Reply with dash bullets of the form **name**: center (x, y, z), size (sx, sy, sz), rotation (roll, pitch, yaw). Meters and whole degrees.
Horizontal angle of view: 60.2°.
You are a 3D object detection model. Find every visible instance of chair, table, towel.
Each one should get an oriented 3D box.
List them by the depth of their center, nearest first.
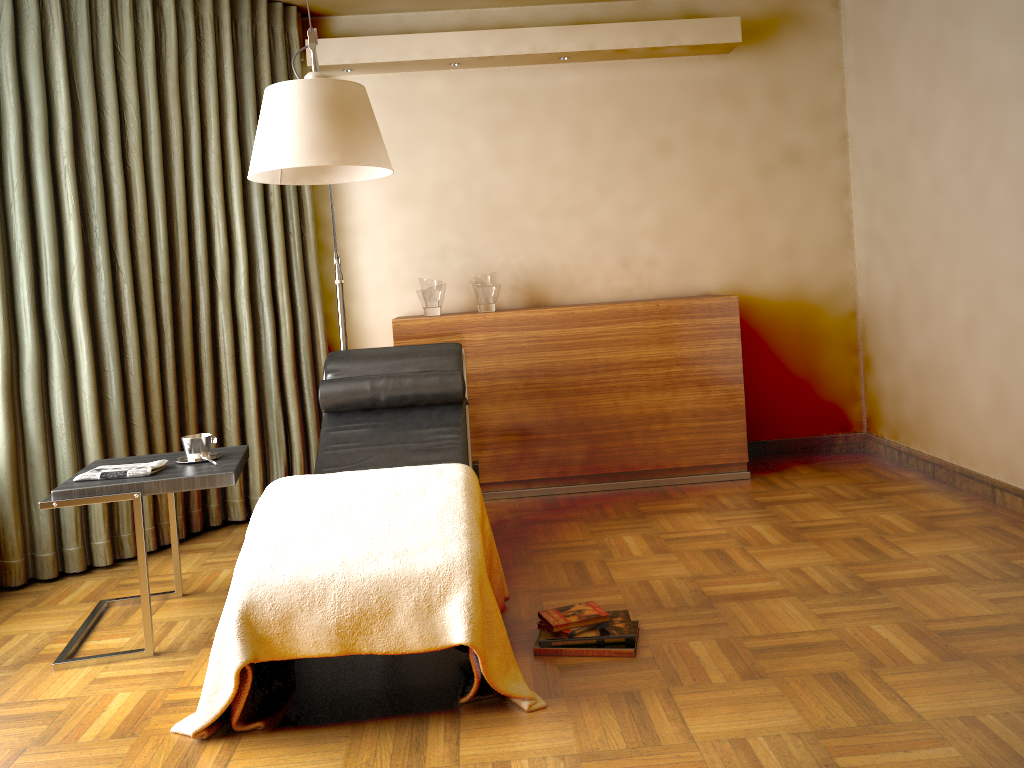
- **towel**: center (-1.221, 0.273, 2.780), size (0.240, 0.035, 0.180), rotation (-4, 6, 1)
- **table**: center (-1.147, 0.288, 2.882), size (0.518, 0.045, 0.501), rotation (-5, 7, -11)
- **chair**: center (-0.429, 0.320, 3.006), size (0.636, 0.794, 1.798), rotation (-4, 6, -3)

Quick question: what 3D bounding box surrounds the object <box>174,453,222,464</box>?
- **object**: center (-1.040, 0.248, 2.931), size (0.150, 0.009, 0.151), rotation (-4, 7, 3)

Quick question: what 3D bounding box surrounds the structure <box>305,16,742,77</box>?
- **structure**: center (0.065, -1.725, 4.537), size (2.179, 0.130, 0.275), rotation (-4, 6, -3)

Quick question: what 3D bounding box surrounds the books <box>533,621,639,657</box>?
- **books**: center (0.216, 0.723, 2.517), size (0.280, 0.022, 0.201), rotation (-3, 7, 12)

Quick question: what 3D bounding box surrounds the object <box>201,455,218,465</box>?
- **object**: center (-0.975, 0.245, 2.854), size (0.029, 0.019, 0.123), rotation (-7, 7, -33)

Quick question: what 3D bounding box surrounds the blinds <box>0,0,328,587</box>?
- **blinds**: center (-1.500, -0.551, 3.863), size (0.224, 2.445, 1.540), rotation (-3, 3, 42)

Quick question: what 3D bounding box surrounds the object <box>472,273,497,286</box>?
- **object**: center (-0.132, -0.473, 4.373), size (0.123, 0.149, 0.122), rotation (-5, 4, -23)

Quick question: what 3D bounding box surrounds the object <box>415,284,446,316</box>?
- **object**: center (-0.397, -0.415, 4.361), size (0.155, 0.154, 0.157), rotation (0, 6, 44)

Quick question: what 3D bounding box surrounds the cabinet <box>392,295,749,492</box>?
- **cabinet**: center (0.280, 0.039, 4.450), size (1.674, 0.860, 0.417), rotation (-4, 2, -3)

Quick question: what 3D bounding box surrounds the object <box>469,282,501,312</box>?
- **object**: center (-0.129, -0.435, 4.374), size (0.156, 0.154, 0.156), rotation (-5, 4, -12)

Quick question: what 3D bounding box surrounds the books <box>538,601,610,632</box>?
- **books**: center (0.176, 0.666, 2.534), size (0.173, 0.018, 0.124), rotation (-6, 7, -18)

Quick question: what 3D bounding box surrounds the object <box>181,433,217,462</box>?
- **object**: center (-1.043, 0.211, 2.937), size (0.098, 0.078, 0.111), rotation (-4, 5, -1)

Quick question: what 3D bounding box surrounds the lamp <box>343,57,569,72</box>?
- **lamp**: center (-0.283, -1.644, 4.510), size (1.157, 0.028, 0.050), rotation (-4, 5, -3)

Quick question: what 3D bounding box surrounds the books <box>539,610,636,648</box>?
- **books**: center (0.212, 0.701, 2.533), size (0.264, 0.020, 0.190), rotation (-4, 7, 2)

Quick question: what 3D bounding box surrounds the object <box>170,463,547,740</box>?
- **object**: center (-0.407, 0.529, 2.481), size (0.917, 0.518, 0.913), rotation (-4, 5, -2)

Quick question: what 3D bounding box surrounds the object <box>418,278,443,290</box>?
- **object**: center (-0.399, -0.453, 4.360), size (0.123, 0.149, 0.123), rotation (-5, 4, -21)

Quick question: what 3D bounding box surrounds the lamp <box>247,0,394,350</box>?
- **lamp**: center (-0.560, -0.243, 3.268), size (0.451, 1.960, 1.421), rotation (-4, 3, 1)

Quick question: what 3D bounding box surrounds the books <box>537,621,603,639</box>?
- **books**: center (0.175, 0.683, 2.541), size (0.174, 0.018, 0.123), rotation (-10, 9, -43)
